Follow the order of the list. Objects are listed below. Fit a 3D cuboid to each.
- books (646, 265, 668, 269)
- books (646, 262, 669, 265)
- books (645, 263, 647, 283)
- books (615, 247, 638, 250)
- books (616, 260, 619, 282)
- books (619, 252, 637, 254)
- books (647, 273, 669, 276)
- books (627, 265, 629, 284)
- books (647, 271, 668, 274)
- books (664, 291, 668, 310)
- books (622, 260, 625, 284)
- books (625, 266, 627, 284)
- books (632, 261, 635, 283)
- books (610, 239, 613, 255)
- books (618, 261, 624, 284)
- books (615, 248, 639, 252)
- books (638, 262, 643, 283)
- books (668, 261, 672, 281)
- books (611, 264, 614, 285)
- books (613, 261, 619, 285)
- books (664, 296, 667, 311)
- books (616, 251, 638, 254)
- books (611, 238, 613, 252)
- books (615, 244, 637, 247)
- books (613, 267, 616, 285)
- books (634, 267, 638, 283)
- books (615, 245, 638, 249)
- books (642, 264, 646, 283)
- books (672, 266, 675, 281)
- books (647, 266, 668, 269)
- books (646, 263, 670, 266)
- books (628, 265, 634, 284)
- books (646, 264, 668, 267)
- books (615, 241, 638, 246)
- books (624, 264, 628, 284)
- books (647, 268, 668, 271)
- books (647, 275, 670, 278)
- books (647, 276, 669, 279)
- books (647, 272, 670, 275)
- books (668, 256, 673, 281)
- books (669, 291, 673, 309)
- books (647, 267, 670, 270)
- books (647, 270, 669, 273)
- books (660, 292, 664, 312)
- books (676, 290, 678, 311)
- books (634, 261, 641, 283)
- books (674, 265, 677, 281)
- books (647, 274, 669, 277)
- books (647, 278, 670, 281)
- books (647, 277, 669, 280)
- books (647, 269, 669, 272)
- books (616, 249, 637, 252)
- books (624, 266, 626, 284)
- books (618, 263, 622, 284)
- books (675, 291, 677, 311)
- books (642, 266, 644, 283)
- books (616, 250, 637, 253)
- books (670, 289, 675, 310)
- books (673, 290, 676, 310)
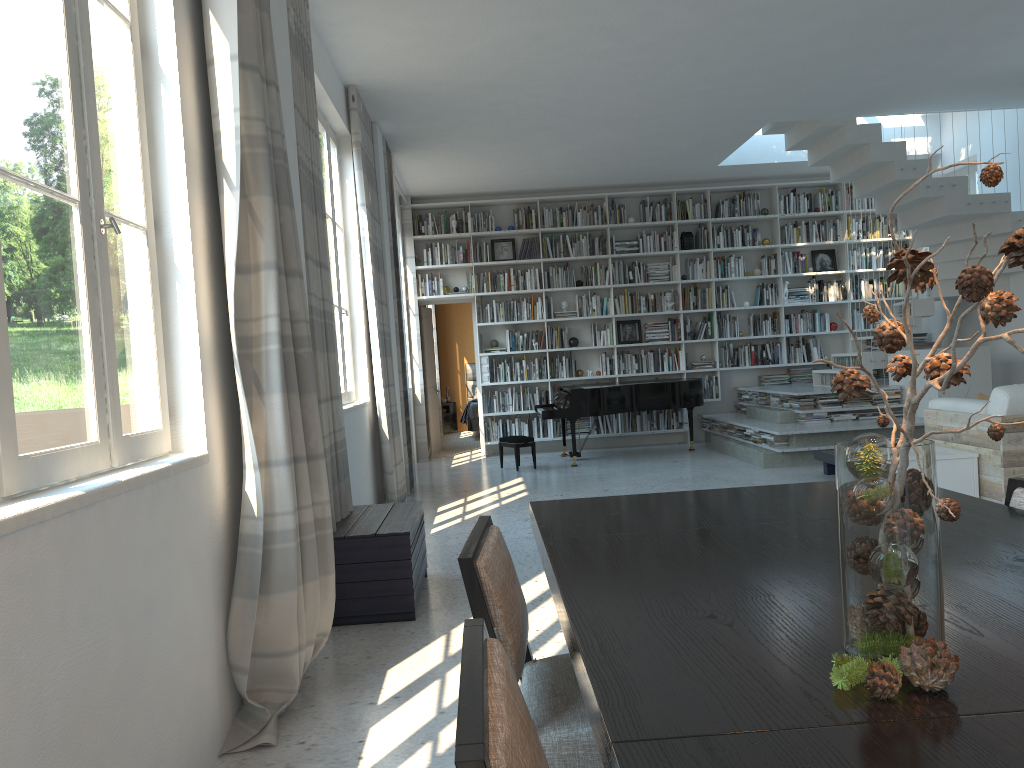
[{"bbox_3d":[1.804,-1.457,11.057,0.254,0.012,0.161,-4,1,0],"label":"books"},{"bbox_3d":[1.802,-1.493,11.056,0.285,0.012,0.159,-4,1,0],"label":"books"},{"bbox_3d":[1.654,-1.368,11.033,0.013,0.247,0.176,-4,2,-2],"label":"books"},{"bbox_3d":[1.417,-1.676,11.037,0.285,0.012,0.159,-4,1,-4],"label":"books"},{"bbox_3d":[1.311,-1.379,11.054,0.014,0.313,0.133,-4,2,-2],"label":"books"},{"bbox_3d":[1.421,-1.615,11.035,0.254,0.012,0.161,-4,1,2],"label":"books"},{"bbox_3d":[1.811,-1.359,11.061,0.254,0.012,0.161,-4,1,-4],"label":"books"},{"bbox_3d":[1.429,-1.350,11.043,0.011,0.239,0.147,-4,2,-2],"label":"books"},{"bbox_3d":[1.809,-1.382,11.062,0.254,0.012,0.161,-4,1,-1],"label":"books"},{"bbox_3d":[1.926,-1.025,11.084,0.014,0.263,0.135,-4,2,-2],"label":"books"},{"bbox_3d":[1.378,-1.377,11.040,0.011,0.300,0.179,-4,2,-2],"label":"books"},{"bbox_3d":[1.403,-1.345,11.045,0.014,0.233,0.147,-4,2,-2],"label":"books"},{"bbox_3d":[1.511,-1.378,11.051,0.022,0.285,0.130,-4,2,-2],"label":"books"},{"bbox_3d":[1.220,-1.684,11.014,0.027,0.201,0.167,-4,2,-2],"label":"books"},{"bbox_3d":[1.358,-1.373,11.047,0.029,0.295,0.151,-4,2,-2],"label":"books"},{"bbox_3d":[1.418,-1.664,11.035,0.285,0.012,0.159,-4,1,-5],"label":"books"},{"bbox_3d":[1.598,-1.375,11.036,0.021,0.269,0.191,-4,2,-2],"label":"books"},{"bbox_3d":[1.966,-1.392,11.051,0.012,0.254,0.161,-4,2,-2],"label":"books"},{"bbox_3d":[1.240,-1.351,11.036,0.026,0.267,0.170,-4,2,-2],"label":"books"},{"bbox_3d":[1.292,-1.370,11.035,0.026,0.297,0.179,-4,2,-2],"label":"books"},{"bbox_3d":[1.904,-0.992,11.076,0.035,0.201,0.149,-4,2,-2],"label":"books"},{"bbox_3d":[1.421,-1.627,11.036,0.285,0.012,0.159,-4,1,1],"label":"books"},{"bbox_3d":[1.239,-1.694,11.028,0.013,0.218,0.141,-4,2,-2],"label":"books"},{"bbox_3d":[1.416,-1.718,11.031,0.254,0.025,0.161,-4,1,-6],"label":"books"},{"bbox_3d":[1.267,-1.334,11.053,0.027,0.228,0.147,-4,2,-2],"label":"books"},{"bbox_3d":[1.536,-1.345,11.047,0.024,0.216,0.147,-4,2,-2],"label":"books"},{"bbox_3d":[1.418,-1.693,11.029,0.285,0.024,0.159,-4,1,3],"label":"books"},{"bbox_3d":[1.640,-1.366,11.045,0.015,0.245,0.183,-4,2,-2],"label":"books"},{"bbox_3d":[2.000,-1.366,11.066,0.029,0.198,0.172,-4,2,-2],"label":"books"},{"bbox_3d":[1.806,-1.443,11.051,0.254,0.012,0.161,-4,1,3],"label":"books"},{"bbox_3d":[1.803,-1.481,11.049,0.285,0.012,0.159,-4,1,-7],"label":"books"},{"bbox_3d":[1.469,-1.351,11.038,0.066,0.237,0.153,-4,2,-2],"label":"books"},{"bbox_3d":[1.803,-1.469,11.061,0.254,0.012,0.161,-4,1,-2],"label":"books"},{"bbox_3d":[1.415,-1.742,11.035,0.285,0.024,0.159,-4,1,0],"label":"books"},{"bbox_3d":[1.416,-1.354,11.041,0.014,0.250,0.172,-4,2,-2],"label":"books"},{"bbox_3d":[1.807,-1.419,11.059,0.254,0.012,0.161,-4,1,0],"label":"books"},{"bbox_3d":[1.813,-1.334,11.059,0.285,0.012,0.159,-4,1,-5],"label":"books"},{"bbox_3d":[1.813,-1.322,11.064,0.254,0.012,0.161,-4,1,-3],"label":"books"},{"bbox_3d":[1.810,-1.370,11.063,0.285,0.012,0.159,-4,1,-1],"label":"books"},{"bbox_3d":[1.976,-1.425,11.066,0.012,0.319,0.139,-4,2,-2],"label":"books"},{"bbox_3d":[1.979,-1.026,11.076,0.025,0.260,0.130,-4,2,-2],"label":"books"},{"bbox_3d":[1.806,-1.431,11.061,0.285,0.012,0.159,-4,1,-3],"label":"books"},{"bbox_3d":[1.809,-1.394,11.057,0.285,0.012,0.159,-4,1,1],"label":"books"},{"bbox_3d":[1.873,-1.019,11.076,0.024,0.259,0.126,-4,2,-2],"label":"books"},{"bbox_3d":[2.055,-1.034,11.092,0.023,0.265,0.107,-4,2,-2],"label":"books"},{"bbox_3d":[1.561,-1.384,11.049,0.049,0.291,0.162,-4,2,-2],"label":"books"},{"bbox_3d":[2.030,-1.372,11.072,0.030,0.205,0.158,-4,2,-2],"label":"books"},{"bbox_3d":[1.812,-1.346,11.061,0.254,0.012,0.161,-4,1,0],"label":"books"},{"bbox_3d":[1.815,-1.298,11.066,0.285,0.012,0.159,-4,1,-1],"label":"books"},{"bbox_3d":[1.814,-1.310,11.067,0.254,0.012,0.161,-4,1,-2],"label":"books"},{"bbox_3d":[1.808,-1.407,11.057,0.254,0.012,0.161,-4,1,-5],"label":"books"},{"bbox_3d":[1.419,-1.651,11.035,0.254,0.012,0.161,-4,1,-5],"label":"books"},{"bbox_3d":[1.390,-1.354,11.044,0.011,0.252,0.153,-4,2,-2],"label":"books"},{"bbox_3d":[1.333,-1.357,11.029,0.025,0.266,0.185,-4,2,-2],"label":"books"},{"bbox_3d":[2.037,-1.031,11.084,0.014,0.261,0.137,-4,2,-2],"label":"books"},{"bbox_3d":[1.621,-1.351,11.054,0.024,0.216,0.132,-4,2,-2],"label":"books"},{"bbox_3d":[1.420,-1.639,11.032,0.254,0.012,0.161,-4,1,3],"label":"books"},{"bbox_3d":[2.003,-1.038,11.087,0.025,0.279,0.108,-4,2,-2],"label":"books"},{"bbox_3d":[2.023,-1.032,11.071,0.014,0.266,0.153,-4,2,-2],"label":"books"}]
